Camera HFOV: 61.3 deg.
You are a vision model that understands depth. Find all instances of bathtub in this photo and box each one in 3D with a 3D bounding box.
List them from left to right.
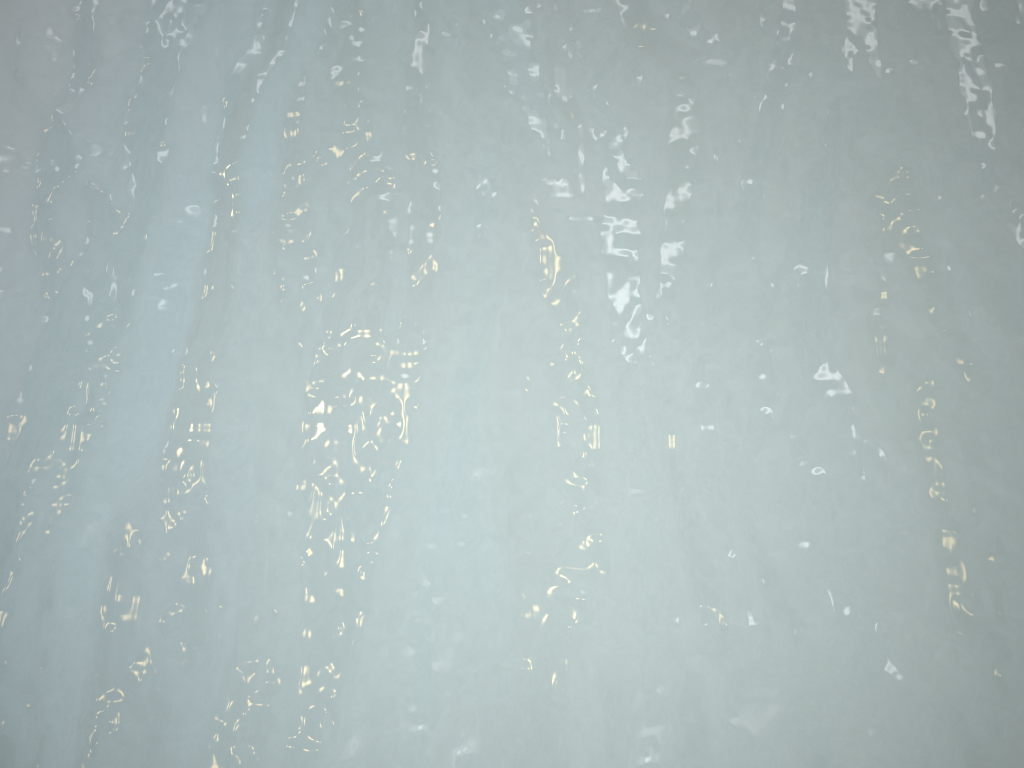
[{"bbox_3d":[0.480,0.207,0.227,1.773,0.500,1.814,30,80,6],"label":"bathtub"}]
